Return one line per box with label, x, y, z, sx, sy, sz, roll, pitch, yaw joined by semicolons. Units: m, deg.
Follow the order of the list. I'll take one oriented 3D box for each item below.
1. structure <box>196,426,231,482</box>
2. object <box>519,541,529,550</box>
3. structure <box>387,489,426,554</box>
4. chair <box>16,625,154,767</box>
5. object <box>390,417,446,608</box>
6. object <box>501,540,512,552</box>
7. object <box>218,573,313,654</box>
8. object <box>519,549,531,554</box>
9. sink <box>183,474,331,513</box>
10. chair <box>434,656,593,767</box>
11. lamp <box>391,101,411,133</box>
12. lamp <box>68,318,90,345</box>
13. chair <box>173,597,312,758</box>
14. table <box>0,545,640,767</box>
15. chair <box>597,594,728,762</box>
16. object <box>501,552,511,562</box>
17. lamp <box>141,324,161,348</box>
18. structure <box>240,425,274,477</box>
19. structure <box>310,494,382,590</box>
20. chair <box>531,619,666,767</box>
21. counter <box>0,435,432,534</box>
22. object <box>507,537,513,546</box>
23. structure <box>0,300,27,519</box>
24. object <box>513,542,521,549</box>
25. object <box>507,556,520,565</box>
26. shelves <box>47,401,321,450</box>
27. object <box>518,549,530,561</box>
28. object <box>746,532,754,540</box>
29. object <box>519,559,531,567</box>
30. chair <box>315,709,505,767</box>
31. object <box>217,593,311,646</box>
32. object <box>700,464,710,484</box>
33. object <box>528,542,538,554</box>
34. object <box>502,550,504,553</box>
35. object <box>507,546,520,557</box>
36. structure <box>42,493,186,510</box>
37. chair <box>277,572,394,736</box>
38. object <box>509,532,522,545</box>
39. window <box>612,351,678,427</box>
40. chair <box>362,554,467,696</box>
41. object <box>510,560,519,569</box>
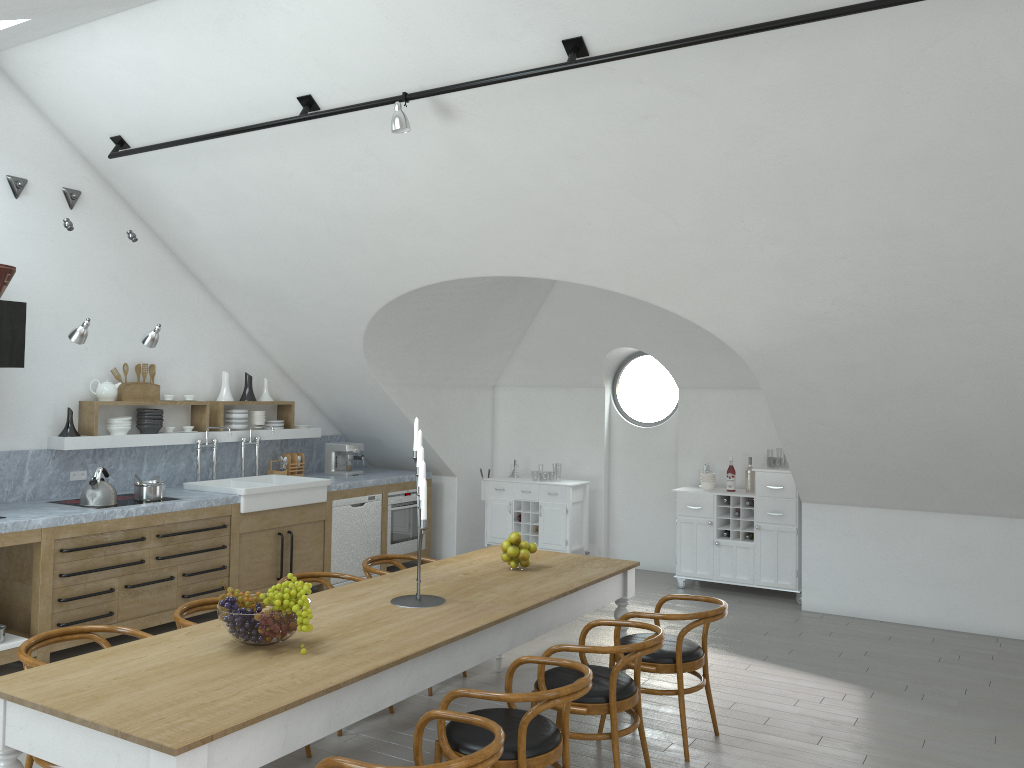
structure;-2.514;0.626;7.591;0.332;0.530;0.214;0;-2;11
object;0.069;0.918;5.029;0.053;0.057;0.058;2;-2;-45
structure;-1.299;1.377;9.034;0.631;0.637;0.632;0;-2;31
chair;-1.770;1.452;3.739;0.621;0.736;0.527;0;-2;31
object;-0.437;0.608;4.337;0.265;0.876;0.774;1;-2;5
object;-0.029;0.925;5.047;0.066;0.071;0.072;1;-1;0
object;-0.967;0.886;3.488;0.393;0.284;0.292;1;-1;-5
object;0.074;0.958;5.102;0.076;0.076;0.077;1;-1;-2
sink;-2.171;0.933;7.613;0.727;0.202;1.020;0;-1;31
chair;0.007;1.476;3.468;0.621;0.736;0.527;0;-2;31
lamp;-0.636;-1.532;5.092;0.112;0.175;0.114;1;-2;-6
lamp;-2.915;-0.354;5.965;0.115;0.178;0.164;2;-2;-41
chair;-1.348;1.464;4.331;0.621;0.736;0.527;0;-2;27
table;-0.526;1.439;4.154;1.018;0.800;3.346;0;-1;31
chair;0.821;1.500;4.670;0.621;0.736;0.527;0;-2;34
object;-0.033;0.979;5.021;0.059;0.056;0.059;0;-2;25
lamp;-2.616;-0.349;6.460;0.169;0.176;0.112;0;-2;23
structure;-2.264;0.634;8.010;0.332;0.530;0.214;0;-2;11
structure;-1.690;1.460;8.383;0.598;0.824;0.723;0;-2;31
chair;0.392;1.488;4.084;0.621;0.736;0.527;0;-2;26
counter;-2.849;0.621;6.808;0.961;0.620;6.570;0;-1;31
object;0.001;0.911;5.128;0.062;0.060;0.062;0;-2;31
structure;-3.744;-0.102;5.492;0.780;1.887;1.074;0;-2;31
object;0.033;0.927;5.087;0.053;0.051;0.052;1;-1;2
object;0.007;1.005;5.081;0.080;0.074;0.078;1;-1;-14
shelves;-3.288;-0.192;6.517;0.480;1.363;5.545;0;-1;25
object;0.068;0.963;4.995;0.071;0.072;0.070;1;-1;-5
object;2.213;1.386;8.157;0.081;0.081;0.358;0;-1;29
object;0.074;1.013;5.049;0.063;0.063;0.064;0;-2;42
chair;-0.330;1.464;2.823;0.621;0.736;0.527;0;-2;34
object;-0.983;0.949;3.510;0.360;0.160;0.359;1;-1;11
object;1.886;0.884;8.649;0.115;0.209;0.065;0;-2;33
object;0.115;0.936;5.062;0.063;0.063;0.062;1;-1;-7
object;-0.026;0.954;5.105;0.062;0.059;0.062;0;-2;35
object;0.007;0.942;4.984;0.071;0.064;0.072;0;-1;24
structure;-2.924;0.882;6.543;0.647;0.041;0.737;1;-1;31
chair;-1.027;1.476;4.986;0.621;0.736;0.527;0;-2;34
object;0.020;0.878;5.051;0.072;0.074;0.072;0;-2;31
window;1.434;0.051;9.303;0.900;0.901;0.060;0;-2;31
chair;-0.649;1.488;5.602;0.621;0.736;0.527;0;-2;27
object;0.013;1.019;5.014;0.050;0.050;0.051;0;-2;34
